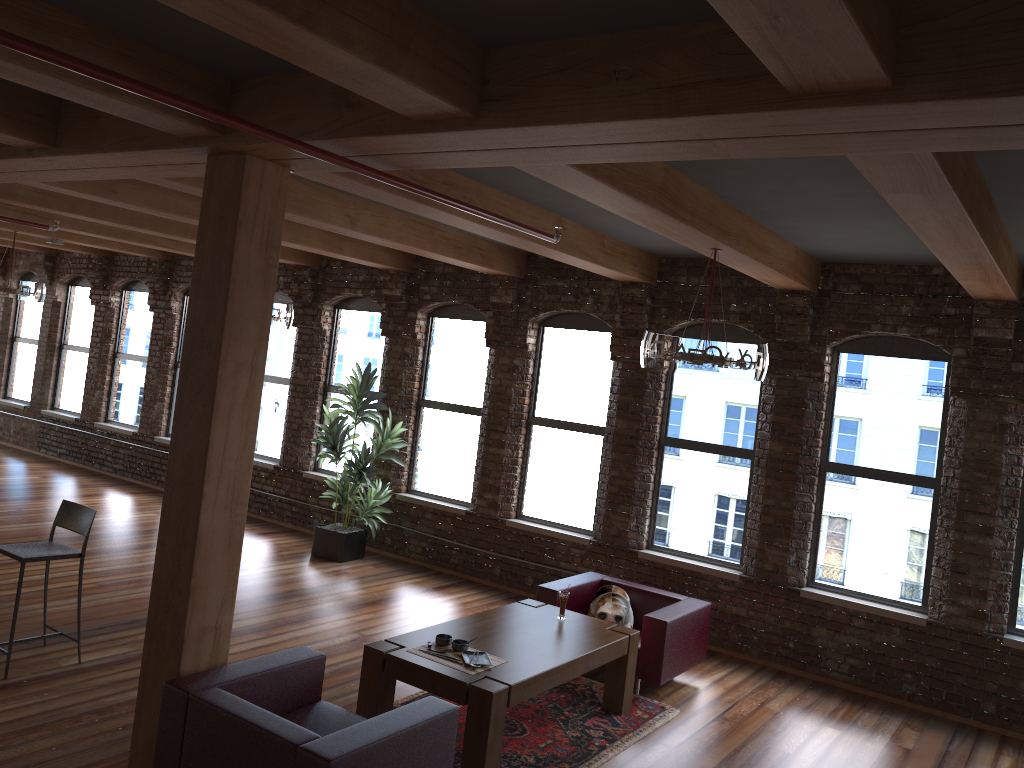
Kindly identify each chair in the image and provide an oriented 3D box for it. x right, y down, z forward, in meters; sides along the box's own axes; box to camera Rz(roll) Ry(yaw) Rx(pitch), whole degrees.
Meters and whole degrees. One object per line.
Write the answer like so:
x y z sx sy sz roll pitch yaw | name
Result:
0.833 1.899 6.766 1.073 0.593 0.863 7 0 34 | chair
-0.954 1.733 4.109 1.073 0.593 0.863 7 0 34 | chair
-3.005 1.267 5.608 0.431 0.983 0.465 6 -1 34 | chair

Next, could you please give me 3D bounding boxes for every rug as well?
-0.072 2.113 5.438 1.347 0.009 2.455 8 1 34 | rug

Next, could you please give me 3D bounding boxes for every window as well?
0.526 0.379 8.768 0.970 2.218 0.234 6 -2 34 | window
2.951 0.700 7.137 0.970 2.218 0.234 6 -2 34 | window
4.164 0.860 6.321 0.970 2.218 0.234 6 -2 34 | window
-1.900 0.059 10.399 0.970 2.218 0.234 6 -2 34 | window
1.738 0.540 7.952 0.970 2.218 0.234 6 -2 34 | window
-6.751 -0.582 13.661 0.970 2.218 0.232 6 -2 34 | window
-3.114 -0.102 11.214 0.970 2.218 0.231 6 -2 34 | window
-5.541 -0.423 12.846 0.970 2.218 0.229 6 -2 34 | window
-4.326 -0.262 12.032 0.970 2.218 0.235 6 -2 34 | window
-7.965 -0.743 14.477 0.970 2.218 0.231 6 -2 34 | window
-0.686 0.219 9.583 0.970 2.218 0.234 6 -2 34 | window

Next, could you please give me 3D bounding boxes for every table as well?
-0.020 1.844 5.489 0.902 0.550 1.745 7 1 34 | table

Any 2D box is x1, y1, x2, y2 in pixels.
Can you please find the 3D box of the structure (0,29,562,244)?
-1.568 -1.105 2.758 0.051 0.112 6.789 6 0 34 | structure

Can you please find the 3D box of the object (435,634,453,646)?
-0.400 1.502 5.195 0.098 0.043 0.099 6 1 -30 | object

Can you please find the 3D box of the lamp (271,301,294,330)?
-2.391 -0.951 8.169 0.808 0.816 0.810 7 0 -14 | lamp

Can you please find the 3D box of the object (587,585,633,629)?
0.734 1.710 6.705 0.365 0.297 0.754 7 1 5 | object

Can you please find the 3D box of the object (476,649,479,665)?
-0.192 1.532 4.975 0.007 0.008 0.270 7 1 -1 | object

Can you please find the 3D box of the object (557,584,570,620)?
0.359 1.486 6.042 0.094 0.232 0.076 7 -1 -23 | object

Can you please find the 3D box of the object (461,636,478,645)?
-0.268 1.492 5.133 0.137 0.080 0.045 7 -1 -1 | object

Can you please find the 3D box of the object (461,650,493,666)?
-0.200 1.543 4.972 0.154 0.018 0.213 7 1 -11 | object

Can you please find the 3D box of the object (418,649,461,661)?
-0.409 1.523 4.986 0.271 0.008 0.007 7 0 23 | object

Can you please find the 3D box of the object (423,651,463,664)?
-0.389 1.526 4.950 0.271 0.008 0.007 7 0 29 | object

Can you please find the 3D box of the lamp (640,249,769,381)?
1.269 -0.468 5.708 0.808 0.816 0.810 7 0 -15 | lamp

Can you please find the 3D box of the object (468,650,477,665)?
-0.220 1.528 4.968 0.007 0.008 0.270 7 1 8 | object

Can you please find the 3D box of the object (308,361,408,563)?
-1.709 0.790 9.476 0.963 2.106 1.082 8 -1 -43 | object

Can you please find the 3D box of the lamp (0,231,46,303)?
-5.987 -1.427 10.588 0.808 0.816 0.810 7 0 -20 | lamp

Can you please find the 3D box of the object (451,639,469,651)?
-0.301 1.515 5.131 0.098 0.043 0.099 7 1 -19 | object

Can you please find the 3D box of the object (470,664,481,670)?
-0.201 1.544 4.833 0.059 0.021 0.018 7 0 20 | object

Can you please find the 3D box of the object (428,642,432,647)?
-0.474 1.506 5.110 0.018 0.021 0.059 7 1 -15 | object

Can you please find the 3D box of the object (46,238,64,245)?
-5.693 -1.781 11.042 0.148 0.072 0.145 7 1 34 | object

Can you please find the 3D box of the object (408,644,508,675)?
-0.310 1.539 5.016 0.472 0.003 0.331 8 1 34 | object

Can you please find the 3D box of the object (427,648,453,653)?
-0.410 1.510 5.044 0.153 0.030 0.045 7 0 18 | object

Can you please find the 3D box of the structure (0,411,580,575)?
-4.723 1.002 11.986 13.734 0.313 1.629 7 1 27 | structure

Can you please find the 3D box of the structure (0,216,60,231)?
-6.382 -1.741 5.996 0.051 0.112 6.789 6 0 34 | structure

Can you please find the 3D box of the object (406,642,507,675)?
-0.309 1.539 5.017 0.470 0.001 0.351 8 1 34 | object
